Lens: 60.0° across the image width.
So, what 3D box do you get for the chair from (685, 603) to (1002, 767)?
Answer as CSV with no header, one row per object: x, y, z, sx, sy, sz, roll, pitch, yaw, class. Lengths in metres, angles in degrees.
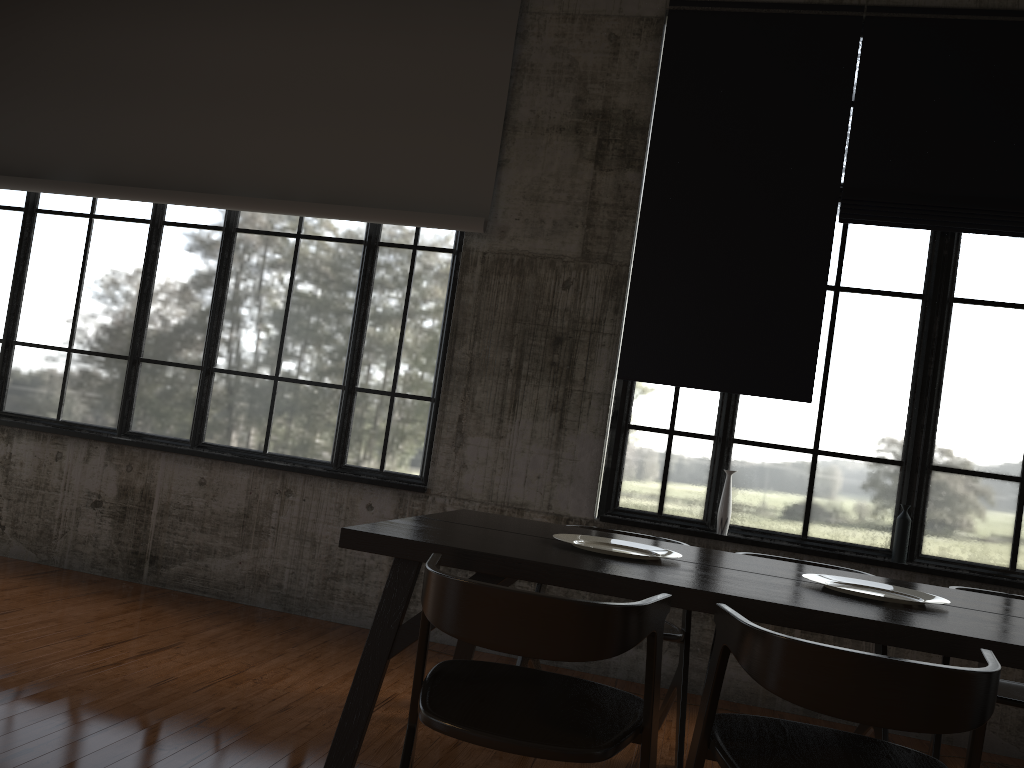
0.900,1.190,2.509,0.877,0.992,0.771,8,-3,12,chair

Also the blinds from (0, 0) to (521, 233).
-2.213,-2.152,6.398,4.462,1.774,0.137,7,-2,13,blinds

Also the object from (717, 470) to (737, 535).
1.338,0.739,5.539,0.082,0.410,0.082,9,-2,-27,object

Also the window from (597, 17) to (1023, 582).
2.637,-0.563,5.432,3.808,3.431,0.051,8,-2,13,window

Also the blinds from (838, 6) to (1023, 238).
2.730,-1.615,5.382,1.253,1.396,0.052,8,-2,13,blinds

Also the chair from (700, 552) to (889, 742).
1.362,1.378,4.277,0.877,0.992,0.771,8,-3,13,chair

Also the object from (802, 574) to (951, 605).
1.381,0.791,3.385,0.526,0.024,0.528,7,-4,23,object

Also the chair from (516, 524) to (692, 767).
0.491,1.265,4.473,0.877,0.992,0.771,8,-3,12,chair

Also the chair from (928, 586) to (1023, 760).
2.348,1.506,4.063,0.877,0.992,0.771,8,-3,12,chair

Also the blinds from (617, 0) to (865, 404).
1.447,-1.208,5.655,1.214,2.531,0.034,8,-2,13,blinds

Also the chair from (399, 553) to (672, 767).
0.029,1.077,2.705,0.877,0.992,0.771,8,-3,13,chair

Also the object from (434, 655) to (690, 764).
3.894,1.639,0.083,20.811,0.656,8.791,7,-4,13,object

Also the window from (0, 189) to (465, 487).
-2.366,-1.211,6.561,4.301,3.431,0.051,8,-2,13,window

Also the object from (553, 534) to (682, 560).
0.425,0.667,3.601,0.526,0.024,0.528,7,-4,23,object

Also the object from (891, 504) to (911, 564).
2.336,0.899,5.307,0.080,0.351,0.080,6,-3,44,object

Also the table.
1.295,1.303,3.427,3.699,1.005,1.642,7,-3,13,table
